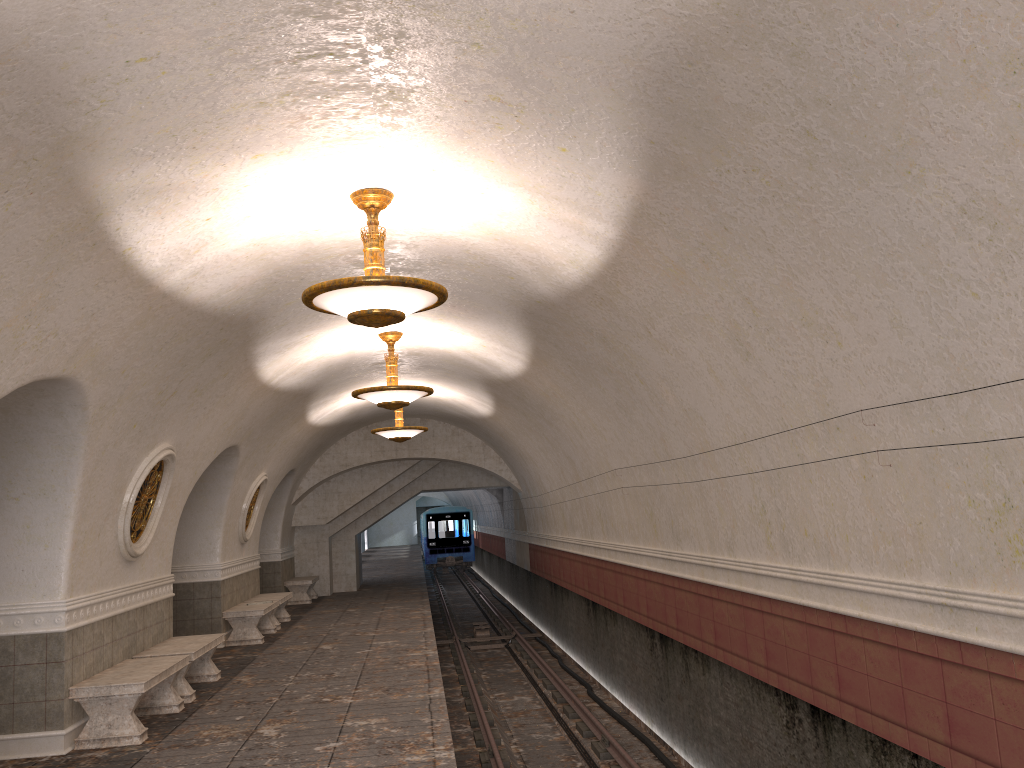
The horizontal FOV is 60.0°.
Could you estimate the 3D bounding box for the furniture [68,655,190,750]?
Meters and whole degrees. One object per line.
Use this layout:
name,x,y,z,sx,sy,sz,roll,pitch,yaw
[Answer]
furniture,-3.446,2.871,8.094,0.613,0.508,1.509,-2,-8,-7

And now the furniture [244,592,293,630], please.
furniture,-4.266,4.000,15.610,0.613,0.508,1.509,-2,-8,-7

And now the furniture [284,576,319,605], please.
furniture,-4.762,4.683,20.153,0.613,0.508,1.509,-2,-8,-7

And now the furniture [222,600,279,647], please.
furniture,-4.086,3.752,13.957,0.613,0.508,1.509,-2,-8,-7

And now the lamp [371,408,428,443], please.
lamp,-2.002,0.567,15.718,1.008,0.955,1.008,-10,-10,39

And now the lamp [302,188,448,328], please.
lamp,-0.966,-0.860,6.222,1.008,0.955,1.008,-5,-8,9

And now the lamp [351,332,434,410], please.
lamp,-1.484,-0.146,10.969,1.008,0.955,1.008,-5,-8,9

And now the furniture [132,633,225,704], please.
furniture,-3.626,3.119,9.748,0.613,0.508,1.509,-2,-8,-7
